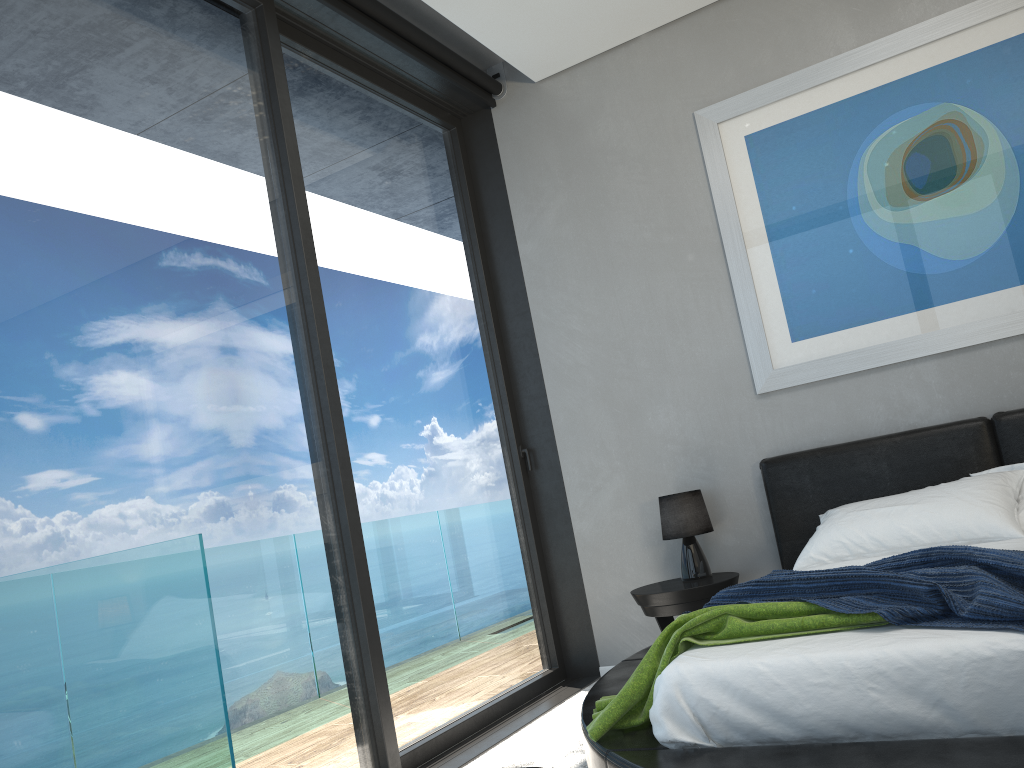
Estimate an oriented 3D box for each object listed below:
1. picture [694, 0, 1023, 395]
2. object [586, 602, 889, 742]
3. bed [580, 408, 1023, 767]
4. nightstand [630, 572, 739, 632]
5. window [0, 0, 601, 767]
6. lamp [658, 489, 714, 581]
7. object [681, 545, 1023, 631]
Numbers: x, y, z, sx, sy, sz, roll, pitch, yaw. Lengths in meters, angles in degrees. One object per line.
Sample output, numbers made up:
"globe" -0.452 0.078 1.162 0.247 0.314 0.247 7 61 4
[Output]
"picture" 1.784 -0.840 3.788 1.804 1.396 0.025 -15 -8 28
"object" 1.221 0.592 2.082 2.307 0.341 0.646 -15 -9 27
"bed" 1.441 0.534 2.503 2.761 0.931 2.618 -15 -9 28
"nightstand" 0.824 1.118 4.008 0.498 0.439 0.496 -17 -10 39
"window" 1.512 -0.403 4.106 3.604 3.174 9.728 -15 -9 28
"lamp" 0.821 0.706 4.131 0.241 0.399 0.220 -10 -7 -3
"object" 1.047 0.682 2.065 0.684 0.566 2.162 -8 -8 -20
